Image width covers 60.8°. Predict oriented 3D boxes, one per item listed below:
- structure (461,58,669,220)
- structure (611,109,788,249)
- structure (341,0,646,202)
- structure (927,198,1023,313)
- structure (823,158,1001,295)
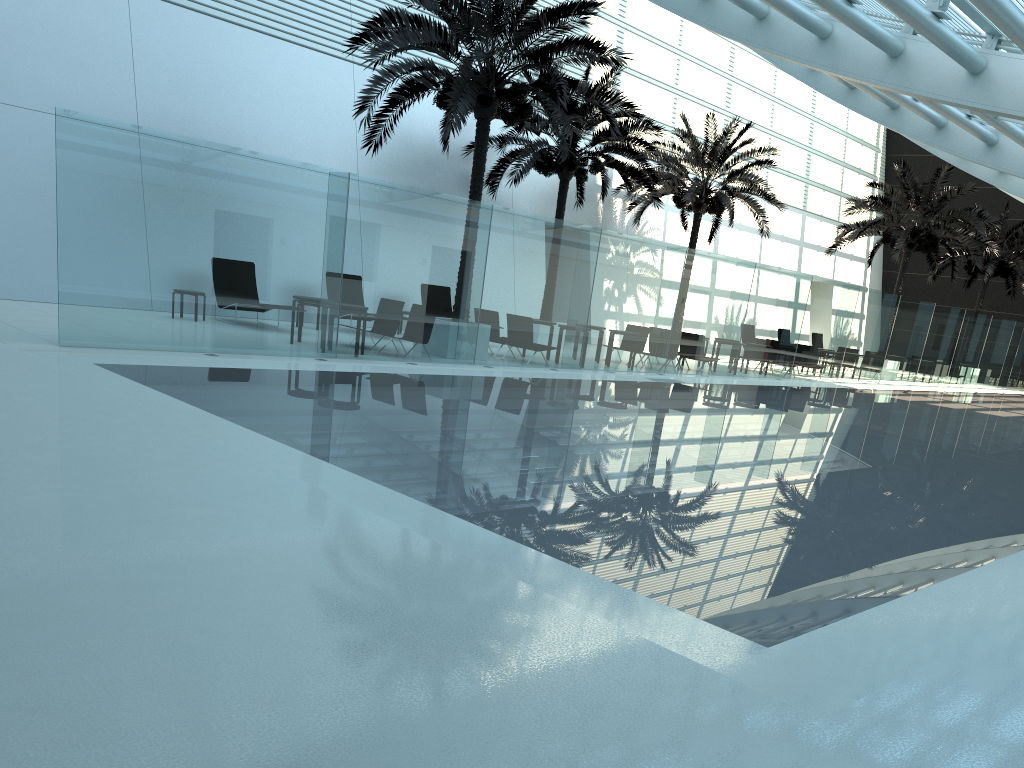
[{"bbox_3d":[1.153,-4.367,21.468,4.576,7.095,4.171,13,15,22],"label":"structure"},{"bbox_3d":[5.301,-4.326,25.804,4.658,7.158,4.095,5,14,-12],"label":"structure"},{"bbox_3d":[-0.731,-4.013,15.352,4.462,7.287,4.616,1,15,-27],"label":"structure"},{"bbox_3d":[18.774,-3.521,34.483,4.393,7.287,4.690,13,14,22],"label":"structure"},{"bbox_3d":[12.939,-3.672,28.786,4.692,7.288,4.390,18,17,36],"label":"structure"}]
